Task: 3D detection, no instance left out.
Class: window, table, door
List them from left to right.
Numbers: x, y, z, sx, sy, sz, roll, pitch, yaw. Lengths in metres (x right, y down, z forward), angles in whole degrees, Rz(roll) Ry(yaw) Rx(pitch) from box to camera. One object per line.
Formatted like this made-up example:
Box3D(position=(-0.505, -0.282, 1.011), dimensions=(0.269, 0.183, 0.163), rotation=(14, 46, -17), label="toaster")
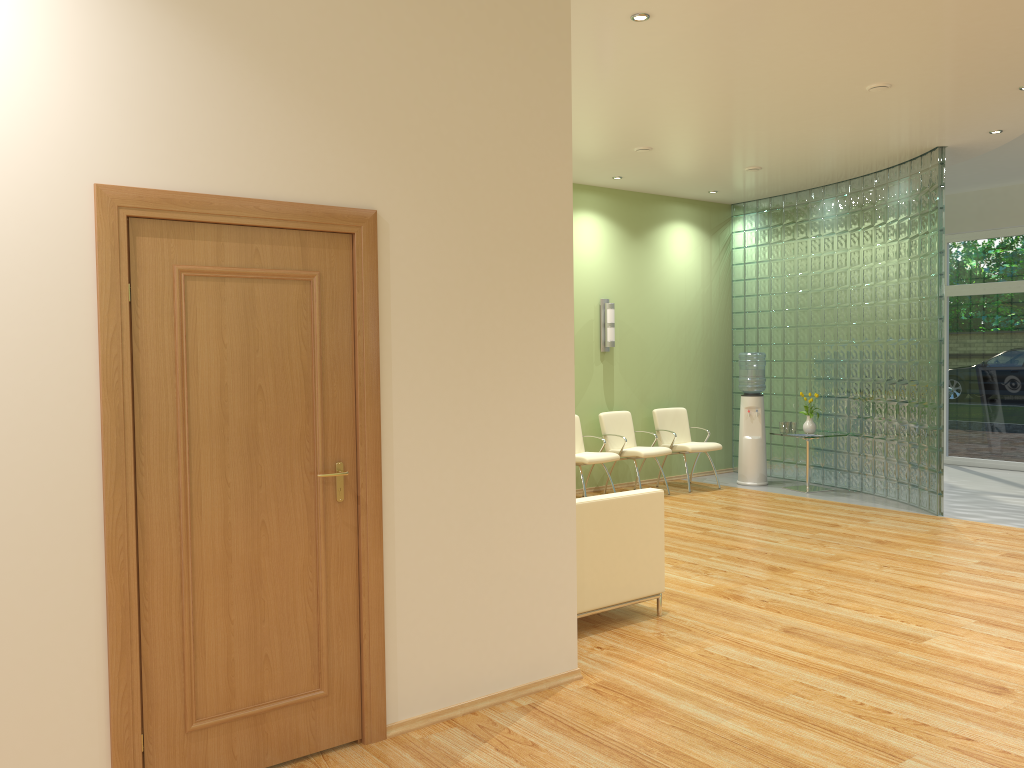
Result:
Box3D(position=(-0.936, 0.429, 3.247), dimensions=(0.823, 2.001, 0.098), rotation=(-2, 3, -37), label="door")
Box3D(position=(3.246, 0.850, 9.736), dimensions=(0.581, 0.614, 0.581), rotation=(-2, 2, -23), label="table")
Box3D(position=(7.789, -0.372, 8.910), dimensions=(0.092, 3.000, 9.401), rotation=(-2, 3, -37), label="window")

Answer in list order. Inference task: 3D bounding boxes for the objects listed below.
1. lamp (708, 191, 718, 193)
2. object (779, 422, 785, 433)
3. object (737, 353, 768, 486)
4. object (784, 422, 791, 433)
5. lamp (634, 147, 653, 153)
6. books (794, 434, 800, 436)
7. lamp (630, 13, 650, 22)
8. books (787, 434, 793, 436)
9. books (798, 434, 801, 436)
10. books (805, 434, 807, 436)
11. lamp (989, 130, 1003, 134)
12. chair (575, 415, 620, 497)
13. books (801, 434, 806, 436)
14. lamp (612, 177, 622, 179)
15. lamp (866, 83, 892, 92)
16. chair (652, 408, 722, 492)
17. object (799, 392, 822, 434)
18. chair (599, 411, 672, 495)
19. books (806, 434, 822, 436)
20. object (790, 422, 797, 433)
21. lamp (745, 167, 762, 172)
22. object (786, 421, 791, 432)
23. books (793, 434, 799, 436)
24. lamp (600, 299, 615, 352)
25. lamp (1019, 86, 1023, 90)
Box3D(position=(2.295, -2.192, 10.131), dimensions=(0.105, 0.011, 0.105), rotation=(1, 3, 34), label="lamp")
Box3D(position=(3.009, 0.481, 9.872), dimensions=(0.071, 0.119, 0.072), rotation=(-2, 3, -37), label="object")
Box3D(position=(2.751, 0.395, 10.153), dimensions=(0.353, 1.506, 0.353), rotation=(-2, 2, -30), label="object")
Box3D(position=(3.039, 0.484, 9.793), dimensions=(0.071, 0.119, 0.072), rotation=(-2, 3, -37), label="object")
Box3D(position=(1.175, -2.091, 7.941), dimensions=(0.167, 0.024, 0.167), rotation=(0, 2, 14), label="lamp")
Box3D(position=(3.141, 0.550, 9.528), dimensions=(0.150, 0.004, 0.210), rotation=(1, 3, 38), label="books")
Box3D(position=(0.691, -1.974, 4.780), dimensions=(0.105, 0.011, 0.105), rotation=(-1, 2, -3), label="lamp")
Box3D(position=(3.103, 0.548, 9.589), dimensions=(0.210, 0.004, 0.150), rotation=(-1, 2, -12), label="books")
Box3D(position=(3.156, 0.550, 9.518), dimensions=(0.150, 0.004, 0.210), rotation=(0, 2, 28), label="books")
Box3D(position=(3.209, 0.549, 9.506), dimensions=(0.150, 0.004, 0.210), rotation=(-1, 2, -2), label="books")
Box3D(position=(4.067, -2.116, 7.452), dimensions=(0.105, 0.011, 0.105), rotation=(-2, 2, -21), label="lamp")
Box3D(position=(15.650, 0.641, 6.010), dimensions=(31.281, 0.986, 0.752), rotation=(0, 2, 12), label="chair")
Box3D(position=(3.191, 0.550, 9.506), dimensions=(0.150, 0.004, 0.210), rotation=(0, 2, 8), label="books")
Box3D(position=(1.096, -2.143, 9.231), dimensions=(0.105, 0.011, 0.105), rotation=(1, 3, 34), label="lamp")
Box3D(position=(2.536, -2.041, 6.130), dimensions=(0.167, 0.024, 0.167), rotation=(-1, 2, 2), label="lamp")
Box3D(position=(1.964, 0.724, 9.985), dimensions=(0.536, 0.881, 0.650), rotation=(-2, 2, -32), label="chair")
Box3D(position=(3.259, 0.314, 9.703), dimensions=(0.219, 0.459, 0.201), rotation=(-1, 2, -7), label="object")
Box3D(position=(15.973, 0.627, 6.259), dimensions=(30.806, 0.986, 0.748), rotation=(0, 2, 13), label="chair")
Box3D(position=(3.228, 0.549, 9.508), dimensions=(0.150, 0.004, 0.210), rotation=(-1, 2, -12), label="books")
Box3D(position=(3.118, 0.482, 9.823), dimensions=(0.071, 0.119, 0.072), rotation=(-2, 3, -37), label="object")
Box3D(position=(2.415, -2.141, 8.872), dimensions=(0.167, 0.024, 0.167), rotation=(1, 3, 36), label="lamp")
Box3D(position=(3.089, 0.479, 9.898), dimensions=(0.071, 0.119, 0.072), rotation=(-2, 3, -37), label="object")
Box3D(position=(3.128, 0.549, 9.540), dimensions=(0.210, 0.004, 0.150), rotation=(-3, 3, -42), label="books")
Box3D(position=(1.058, -0.647, 9.760), dimensions=(0.134, 0.580, 0.142), rotation=(-2, 3, -37), label="lamp")
Box3D(position=(3.591, -2.063, 6.179), dimensions=(0.105, 0.011, 0.105), rotation=(0, 2, 23), label="lamp")
